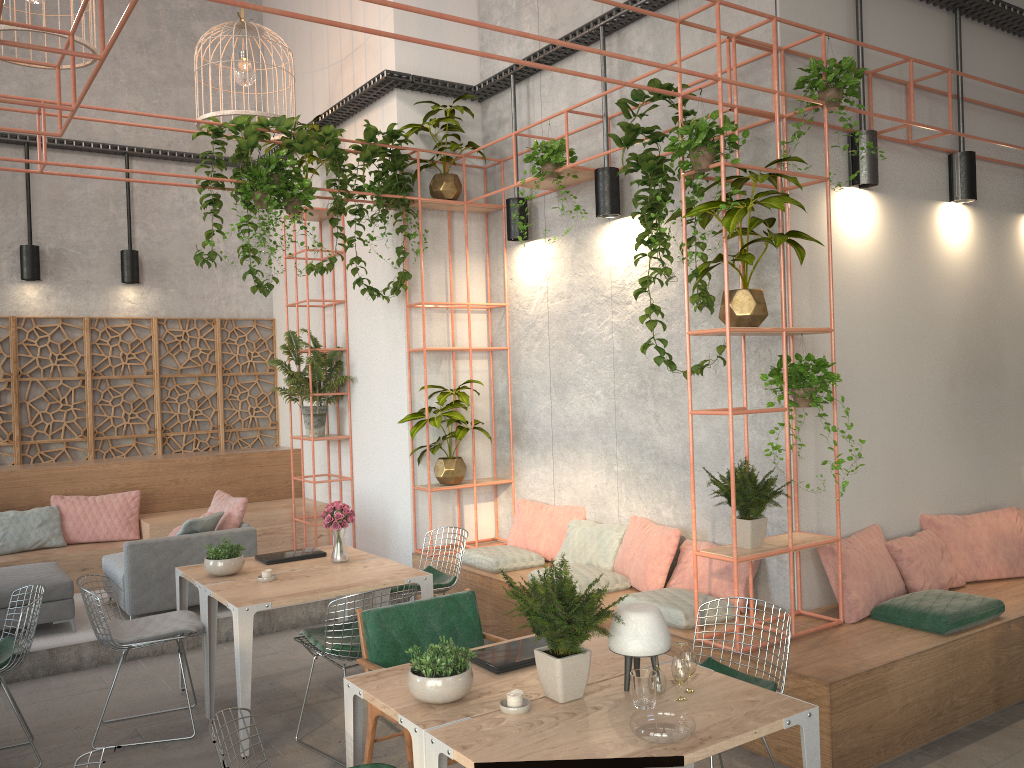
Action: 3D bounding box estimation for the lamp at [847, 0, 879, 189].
[{"bbox_3d":[2.318,-2.027,5.895,0.179,1.425,0.185,-2,0,-34],"label":"lamp"}]

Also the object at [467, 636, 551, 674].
[{"bbox_3d":[0.041,1.154,3.803,0.427,0.031,0.268,-2,0,-34],"label":"object"}]

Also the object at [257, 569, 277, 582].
[{"bbox_3d":[-1.513,1.175,5.473,0.115,0.078,0.115,-2,0,-28],"label":"object"}]

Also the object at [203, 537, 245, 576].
[{"bbox_3d":[-1.844,1.097,5.680,0.254,0.247,0.248,-2,0,-34],"label":"object"}]

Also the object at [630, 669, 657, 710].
[{"bbox_3d":[0.474,1.096,3.180,0.095,0.119,0.095,-2,0,-10],"label":"object"}]

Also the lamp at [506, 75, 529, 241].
[{"bbox_3d":[0.029,-1.963,7.687,0.185,1.425,0.179,-2,0,-34],"label":"lamp"}]

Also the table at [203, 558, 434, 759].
[{"bbox_3d":[-1.166,1.613,5.429,1.214,0.830,0.694,-2,0,-34],"label":"table"}]

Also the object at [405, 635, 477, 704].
[{"bbox_3d":[-0.270,1.061,3.337,0.254,0.247,0.248,-2,0,-34],"label":"object"}]

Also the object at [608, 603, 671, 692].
[{"bbox_3d":[0.488,1.010,3.394,0.241,0.313,0.241,-2,0,11],"label":"object"}]

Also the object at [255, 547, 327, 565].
[{"bbox_3d":[-1.533,1.191,6.146,0.427,0.031,0.268,-2,0,-34],"label":"object"}]

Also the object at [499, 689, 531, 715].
[{"bbox_3d":[0.011,1.140,3.204,0.115,0.078,0.115,-2,0,-28],"label":"object"}]

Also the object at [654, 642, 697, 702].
[{"bbox_3d":[0.631,1.077,3.328,0.210,0.154,0.165,-2,1,-44],"label":"object"}]

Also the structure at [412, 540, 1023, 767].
[{"bbox_3d":[2.752,1.644,7.769,5.831,0.500,4.386,-2,0,-34],"label":"structure"}]

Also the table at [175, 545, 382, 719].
[{"bbox_3d":[-1.558,1.622,6.005,1.205,0.830,0.694,-2,0,-34],"label":"table"}]

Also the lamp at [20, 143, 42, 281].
[{"bbox_3d":[-5.053,-1.798,9.259,0.185,1.436,0.185,-2,0,7],"label":"lamp"}]

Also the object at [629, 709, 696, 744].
[{"bbox_3d":[0.499,1.136,2.939,0.218,0.041,0.218,-2,0,-25],"label":"object"}]

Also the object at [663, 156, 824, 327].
[{"bbox_3d":[1.276,-0.788,4.958,0.903,0.947,0.934,-2,0,18],"label":"object"}]

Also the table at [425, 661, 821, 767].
[{"bbox_3d":[0.407,1.577,3.086,1.214,0.830,0.694,-2,0,-34],"label":"table"}]

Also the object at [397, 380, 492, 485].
[{"bbox_3d":[-0.607,0.429,7.878,0.903,0.919,0.934,-2,0,28],"label":"object"}]

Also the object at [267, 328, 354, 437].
[{"bbox_3d":[-2.032,-0.015,9.005,0.900,1.097,0.894,-2,0,-5],"label":"object"}]

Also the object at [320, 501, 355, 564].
[{"bbox_3d":[-1.163,0.988,5.941,0.225,0.414,0.213,-2,1,-41],"label":"object"}]

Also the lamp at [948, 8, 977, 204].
[{"bbox_3d":[3.320,-2.066,6.569,0.179,1.425,0.185,-2,0,-34],"label":"lamp"}]

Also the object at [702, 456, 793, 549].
[{"bbox_3d":[1.336,0.678,5.100,0.368,0.527,0.438,-2,0,-34],"label":"object"}]

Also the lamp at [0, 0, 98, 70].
[{"bbox_3d":[-3.888,-4.426,7.144,0.883,3.476,0.883,-2,0,19],"label":"lamp"}]

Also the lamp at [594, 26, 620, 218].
[{"bbox_3d":[0.703,-1.979,6.684,0.185,1.425,0.179,-2,0,-34],"label":"lamp"}]

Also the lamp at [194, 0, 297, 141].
[{"bbox_3d":[-2.468,-4.062,8.064,0.883,3.476,0.883,-2,0,19],"label":"lamp"}]

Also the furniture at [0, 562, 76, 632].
[{"bbox_3d":[-4.014,1.701,6.931,0.975,0.446,0.941,-2,0,-34],"label":"furniture"}]

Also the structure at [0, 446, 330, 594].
[{"bbox_3d":[-5.595,1.427,6.945,9.152,1.111,3.396,-2,0,-34],"label":"structure"}]

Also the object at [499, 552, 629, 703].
[{"bbox_3d":[0.168,0.904,3.311,0.368,0.527,0.438,-2,0,-34],"label":"object"}]

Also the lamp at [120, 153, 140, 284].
[{"bbox_3d":[-4.241,-1.829,9.805,0.179,1.436,0.185,-2,0,-34],"label":"lamp"}]

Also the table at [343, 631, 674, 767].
[{"bbox_3d":[0.016,1.586,3.662,1.205,0.830,0.694,-2,0,-34],"label":"table"}]
